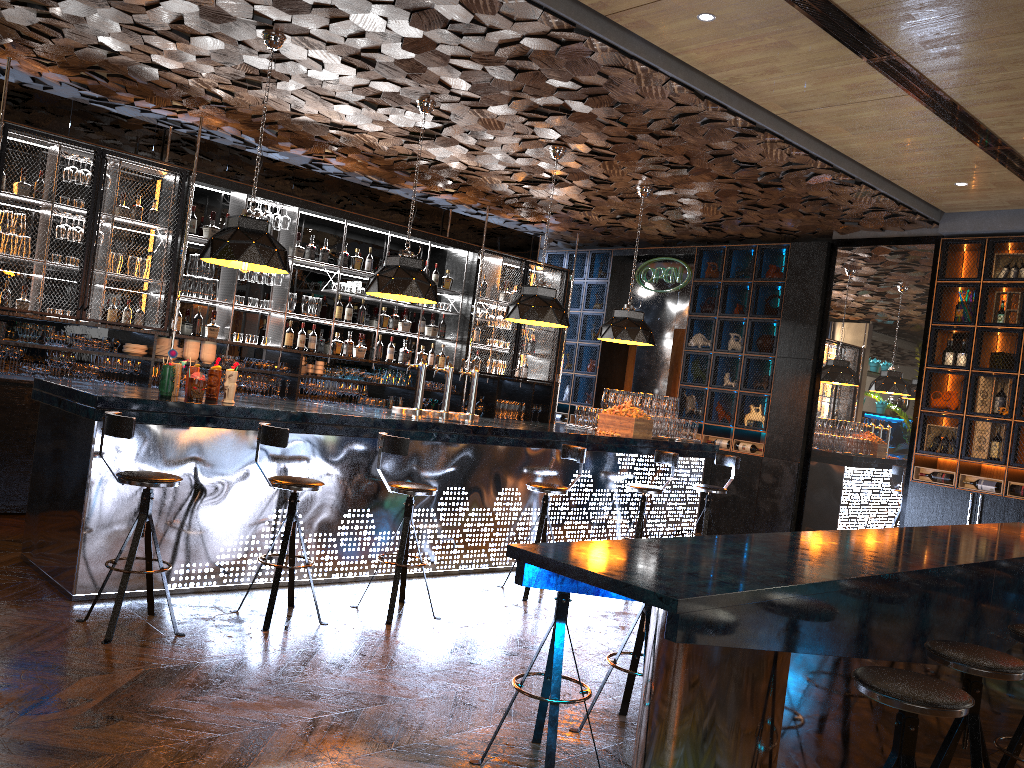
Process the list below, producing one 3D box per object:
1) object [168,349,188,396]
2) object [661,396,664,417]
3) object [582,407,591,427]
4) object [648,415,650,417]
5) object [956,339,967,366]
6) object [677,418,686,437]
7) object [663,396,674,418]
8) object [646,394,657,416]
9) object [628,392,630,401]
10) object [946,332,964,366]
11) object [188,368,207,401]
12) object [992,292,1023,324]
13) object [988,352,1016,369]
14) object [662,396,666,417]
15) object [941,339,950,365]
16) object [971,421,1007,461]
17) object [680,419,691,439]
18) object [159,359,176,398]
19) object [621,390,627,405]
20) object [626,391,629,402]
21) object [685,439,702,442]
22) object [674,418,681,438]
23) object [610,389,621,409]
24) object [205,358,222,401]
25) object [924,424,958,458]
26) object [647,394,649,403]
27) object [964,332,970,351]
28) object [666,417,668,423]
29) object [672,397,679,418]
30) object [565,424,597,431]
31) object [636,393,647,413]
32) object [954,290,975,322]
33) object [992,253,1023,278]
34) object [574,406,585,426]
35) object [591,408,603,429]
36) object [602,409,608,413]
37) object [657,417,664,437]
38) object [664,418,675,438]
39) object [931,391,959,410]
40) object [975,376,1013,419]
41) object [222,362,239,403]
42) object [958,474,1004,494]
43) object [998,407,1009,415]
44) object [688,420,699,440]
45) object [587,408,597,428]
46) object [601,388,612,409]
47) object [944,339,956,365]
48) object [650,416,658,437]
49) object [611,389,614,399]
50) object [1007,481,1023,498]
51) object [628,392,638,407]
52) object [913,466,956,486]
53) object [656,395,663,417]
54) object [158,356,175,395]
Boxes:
[{"bbox_3d":[-2.124,-0.072,5.610,0.116,0.298,0.105,7,0,-12],"label":"object"},{"bbox_3d":[1.471,0.217,8.870,0.105,0.209,0.105,7,0,-18],"label":"object"},{"bbox_3d":[0.748,0.337,8.933,0.105,0.209,0.105,7,0,-18],"label":"object"},{"bbox_3d":[1.289,0.404,8.626,0.105,0.209,0.105,7,0,-18],"label":"object"},{"bbox_3d":[4.472,-0.289,8.808,0.088,0.306,0.088,7,0,-35],"label":"object"},{"bbox_3d":[1.723,0.461,9.094,0.105,0.209,0.105,7,0,-18],"label":"object"},{"bbox_3d":[1.557,0.228,8.791,0.105,0.209,0.105,7,0,-18],"label":"object"},{"bbox_3d":[1.358,0.202,8.592,0.105,0.209,0.105,7,0,-18],"label":"object"},{"bbox_3d":[1.235,0.187,9.269,0.105,0.209,0.105,7,0,-18],"label":"object"},{"bbox_3d":[4.519,-0.328,9.039,0.116,0.392,0.144,7,0,-38],"label":"object"},{"bbox_3d":[-1.947,0.004,5.471,0.110,0.191,0.131,7,0,-31],"label":"object"},{"bbox_3d":[4.790,-0.706,8.565,0.119,0.352,0.222,7,0,-43],"label":"object"},{"bbox_3d":[4.732,-0.205,8.546,0.182,0.187,0.187,7,0,-8],"label":"object"},{"bbox_3d":[1.548,0.227,8.951,0.105,0.209,0.105,7,0,-18],"label":"object"},{"bbox_3d":[4.405,-0.303,8.973,0.086,0.313,0.086,7,0,-5],"label":"object"},{"bbox_3d":[4.640,0.560,8.592,0.281,0.396,0.139,7,0,44],"label":"object"},{"bbox_3d":[1.754,0.465,8.974,0.105,0.209,0.105,7,0,22],"label":"object"},{"bbox_3d":[-2.077,-0.035,5.348,0.086,0.237,0.084,7,0,-24],"label":"object"},{"bbox_3d":[1.108,0.170,8.975,0.105,0.209,0.105,7,0,-18],"label":"object"},{"bbox_3d":[1.158,0.177,9.188,0.105,0.209,0.105,7,0,-18],"label":"object"},{"bbox_3d":[1.689,0.553,9.078,0.273,0.019,0.437,7,0,-43],"label":"object"},{"bbox_3d":[1.628,0.447,8.820,0.105,0.209,0.105,7,0,-18],"label":"object"},{"bbox_3d":[1.045,0.162,8.910,0.105,0.209,0.105,7,0,-18],"label":"object"},{"bbox_3d":[-1.912,-0.034,5.692,0.080,0.277,0.091,7,0,-11],"label":"object"},{"bbox_3d":[4.360,0.574,8.904,0.361,0.297,0.152,7,0,38],"label":"object"},{"bbox_3d":[1.350,0.201,8.751,0.105,0.209,0.105,7,0,-18],"label":"object"},{"bbox_3d":[4.610,-0.316,8.904,0.144,0.392,0.116,7,0,42],"label":"object"},{"bbox_3d":[1.561,0.439,8.906,0.105,0.209,0.105,7,0,-18],"label":"object"},{"bbox_3d":[1.619,0.236,8.857,0.105,0.209,0.105,7,0,-18],"label":"object"},{"bbox_3d":[0.762,0.434,8.789,0.273,0.019,0.437,7,0,-43],"label":"object"},{"bbox_3d":[1.272,0.191,8.670,0.105,0.209,0.105,7,0,-18],"label":"object"},{"bbox_3d":[4.564,-0.753,8.880,0.222,0.390,0.224,7,0,31],"label":"object"},{"bbox_3d":[4.884,-1.106,8.596,0.152,0.297,0.361,7,0,-45],"label":"object"},{"bbox_3d":[0.670,0.327,8.849,0.105,0.209,0.105,7,0,-18],"label":"object"},{"bbox_3d":[0.827,0.347,8.684,0.105,0.209,0.105,7,0,22],"label":"object"},{"bbox_3d":[0.914,0.358,8.750,0.105,0.209,0.105,7,0,22],"label":"object"},{"bbox_3d":[1.429,0.422,8.620,0.105,0.209,0.105,7,0,-18],"label":"object"},{"bbox_3d":[1.556,0.438,8.734,0.105,0.209,0.105,7,0,-18],"label":"object"},{"bbox_3d":[4.297,0.166,8.809,0.138,0.222,0.278,7,0,-44],"label":"object"},{"bbox_3d":[4.686,0.130,8.625,0.304,0.396,0.162,7,0,22],"label":"object"},{"bbox_3d":[-1.788,-0.012,5.635,0.081,0.264,0.099,7,0,-22],"label":"object"},{"bbox_3d":[4.500,0.956,8.471,0.122,0.132,0.396,7,0,-38],"label":"object"},{"bbox_3d":[4.750,0.261,8.480,0.189,0.183,0.085,7,0,42],"label":"object"},{"bbox_3d":[1.840,0.476,9.039,0.105,0.209,0.105,7,0,22],"label":"object"},{"bbox_3d":[0.797,0.343,8.804,0.105,0.209,0.105,7,0,-18],"label":"object"},{"bbox_3d":[0.960,0.151,8.988,0.105,0.209,0.105,7,0,-18],"label":"object"},{"bbox_3d":[4.389,-0.300,8.878,0.088,0.306,0.088,7,0,-35],"label":"object"},{"bbox_3d":[1.358,0.413,8.534,0.105,0.209,0.105,7,0,-18],"label":"object"},{"bbox_3d":[1.037,0.161,9.069,0.105,0.209,0.105,7,0,-18],"label":"object"},{"bbox_3d":[4.809,0.997,8.189,0.396,0.132,0.126,7,0,36],"label":"object"},{"bbox_3d":[1.244,0.188,9.109,0.105,0.209,0.105,7,0,-18],"label":"object"},{"bbox_3d":[4.206,0.911,8.784,0.122,0.132,0.396,7,0,-41],"label":"object"},{"bbox_3d":[1.421,0.210,8.657,0.105,0.209,0.105,7,0,-18],"label":"object"},{"bbox_3d":[-2.135,-0.047,5.491,0.078,0.246,0.084,7,0,-45],"label":"object"}]
